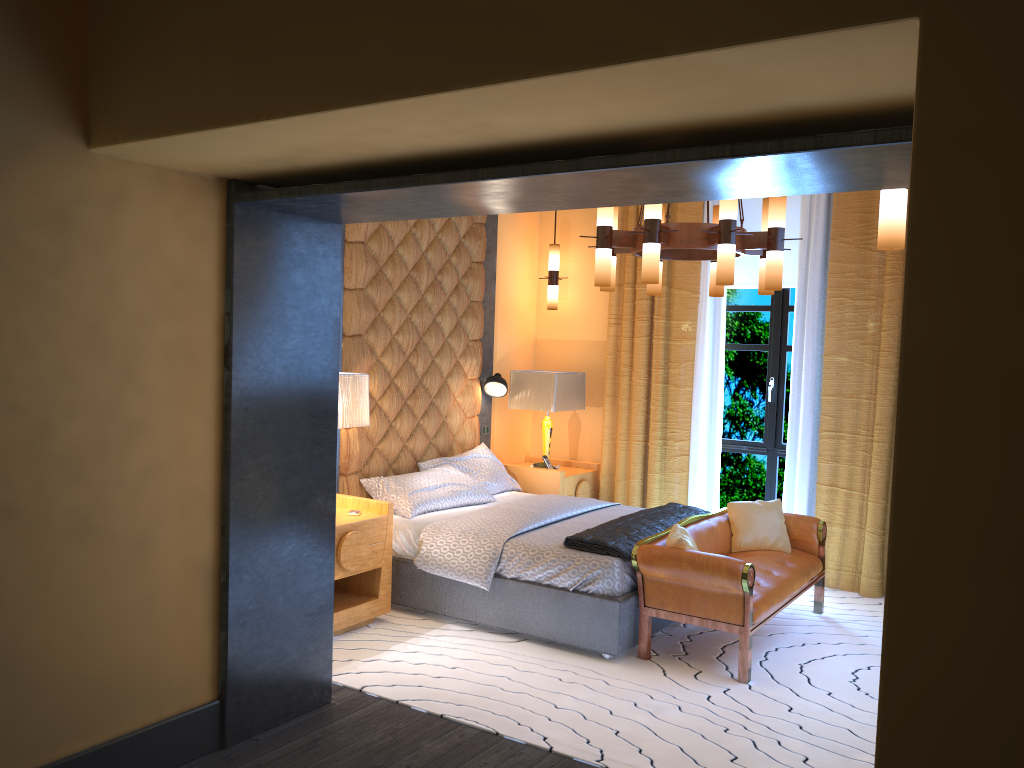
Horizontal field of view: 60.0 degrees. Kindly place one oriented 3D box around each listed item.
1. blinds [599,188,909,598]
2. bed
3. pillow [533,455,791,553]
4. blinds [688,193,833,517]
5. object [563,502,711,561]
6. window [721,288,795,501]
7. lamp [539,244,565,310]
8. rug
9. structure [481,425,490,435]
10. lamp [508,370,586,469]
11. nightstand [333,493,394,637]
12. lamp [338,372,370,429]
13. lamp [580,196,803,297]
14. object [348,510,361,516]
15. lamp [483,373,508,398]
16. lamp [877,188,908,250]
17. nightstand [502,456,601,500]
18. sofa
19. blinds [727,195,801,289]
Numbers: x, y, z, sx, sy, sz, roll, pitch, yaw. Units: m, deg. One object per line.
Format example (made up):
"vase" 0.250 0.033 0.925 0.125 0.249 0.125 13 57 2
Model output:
"blinds" 1.788 -0.657 6.363 2.449 4.151 0.134 4 4 33
"bed" 0.136 0.918 5.750 2.105 0.825 1.887 4 3 33
"pillow" 1.040 0.826 5.888 1.147 0.407 2.625 1 2 -16
"blinds" 1.800 -0.638 6.455 2.049 4.081 0.236 4 4 30
"object" 0.816 0.854 5.303 0.405 0.105 1.460 3 3 32
"window" 2.001 -0.097 6.728 1.199 3.004 0.130 4 4 33
"lamp" 0.339 -0.874 7.252 0.199 0.532 0.199 1 3 -12
"rug" 0.803 1.424 5.133 3.700 0.016 3.385 3 3 33
"structure" -0.211 0.360 6.950 0.016 0.071 0.103 4 3 33
"lamp" 0.276 0.302 7.036 0.424 0.803 0.505 4 4 33
"nightstand" -1.157 1.016 4.980 0.720 0.701 0.708 4 3 33
"lamp" -1.121 0.335 4.949 0.424 0.803 0.505 4 4 33
"lamp" 0.990 -1.594 4.792 1.141 2.171 1.139 0 4 -35
"object" -0.896 0.734 5.046 0.064 0.018 0.111 2 2 -2
"lamp" 0.054 0.029 6.890 0.568 0.218 0.231 2 3 -10
"lamp" 1.299 -0.726 3.005 0.199 0.532 0.199 1 3 -12
"nightstand" 0.261 0.983 7.181 0.720 0.691 0.680 4 3 33
"sofa" 1.304 1.123 5.095 0.650 0.641 1.614 4 3 33
"blinds" 2.031 -1.159 6.654 1.199 0.874 0.013 4 4 33
